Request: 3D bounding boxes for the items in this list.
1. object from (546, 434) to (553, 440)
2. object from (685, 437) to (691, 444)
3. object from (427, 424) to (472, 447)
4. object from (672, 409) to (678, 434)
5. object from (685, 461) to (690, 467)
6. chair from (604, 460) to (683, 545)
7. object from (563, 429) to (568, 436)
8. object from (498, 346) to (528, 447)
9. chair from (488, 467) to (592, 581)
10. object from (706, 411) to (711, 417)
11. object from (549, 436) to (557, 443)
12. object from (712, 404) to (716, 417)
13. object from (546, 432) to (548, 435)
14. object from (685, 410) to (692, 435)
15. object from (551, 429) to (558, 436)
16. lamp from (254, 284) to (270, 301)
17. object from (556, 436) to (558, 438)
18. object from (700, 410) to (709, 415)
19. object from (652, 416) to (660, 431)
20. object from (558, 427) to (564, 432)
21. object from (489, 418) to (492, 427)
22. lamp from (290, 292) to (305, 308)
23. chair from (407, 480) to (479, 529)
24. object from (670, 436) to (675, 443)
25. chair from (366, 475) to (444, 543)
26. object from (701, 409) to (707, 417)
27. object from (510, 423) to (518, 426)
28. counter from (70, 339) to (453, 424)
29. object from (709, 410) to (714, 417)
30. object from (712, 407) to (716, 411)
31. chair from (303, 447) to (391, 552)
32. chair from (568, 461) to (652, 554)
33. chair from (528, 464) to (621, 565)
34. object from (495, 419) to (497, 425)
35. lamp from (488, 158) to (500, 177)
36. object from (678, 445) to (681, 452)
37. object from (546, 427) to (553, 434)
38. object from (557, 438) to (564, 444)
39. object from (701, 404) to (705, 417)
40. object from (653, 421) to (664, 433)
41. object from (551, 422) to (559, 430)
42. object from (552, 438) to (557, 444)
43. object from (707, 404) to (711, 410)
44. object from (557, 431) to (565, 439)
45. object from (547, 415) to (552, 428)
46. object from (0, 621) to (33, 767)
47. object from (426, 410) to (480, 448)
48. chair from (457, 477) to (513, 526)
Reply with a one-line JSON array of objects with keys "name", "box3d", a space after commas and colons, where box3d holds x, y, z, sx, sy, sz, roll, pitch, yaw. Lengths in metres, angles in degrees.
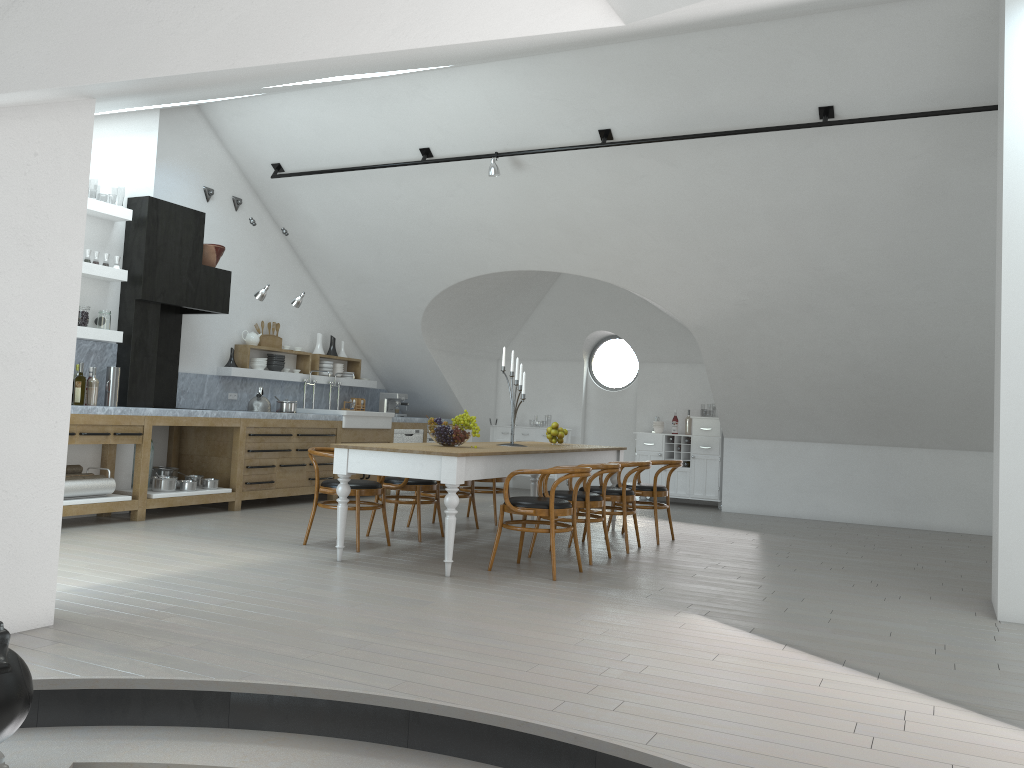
[{"name": "object", "box3d": [0.351, 0.490, 8.267, 0.060, 0.056, 0.059, 2, -3, 21]}, {"name": "object", "box3d": [2.325, 0.741, 11.577, 0.087, 0.085, 0.359, 1, -3, 26]}, {"name": "object", "box3d": [-0.466, 0.393, 6.686, 0.360, 0.160, 0.359, 3, -2, 6]}, {"name": "object", "box3d": [2.159, 0.500, 11.725, 0.081, 0.330, 0.081, 1, -4, 22]}, {"name": "object", "box3d": [2.308, 1.045, 11.564, 0.081, 0.081, 0.358, 2, -2, 24]}, {"name": "chair", "box3d": [1.211, 1.034, 7.975, 0.621, 0.736, 0.526, 1, -4, 29]}, {"name": "object", "box3d": [0.496, 0.453, 8.321, 0.063, 0.063, 0.062, 3, -3, -12]}, {"name": "object", "box3d": [0.020, 0.089, 7.562, 0.265, 0.877, 0.773, 3, -3, 0]}, {"name": "chair", "box3d": [0.223, 0.917, 6.042, 0.621, 0.736, 0.526, 1, -4, 29]}, {"name": "object", "box3d": [2.545, 0.393, 11.518, 0.077, 0.085, 0.077, 1, -4, 34]}, {"name": "object", "box3d": [0.385, 0.518, 8.330, 0.080, 0.074, 0.078, 4, -3, -19]}, {"name": "object", "box3d": [2.652, 0.352, 11.635, 0.063, 0.187, 0.063, 2, -4, 12]}, {"name": "object", "box3d": [0.351, 0.467, 8.352, 0.062, 0.060, 0.062, 1, -3, 30]}, {"name": "object", "box3d": [2.319, 0.504, 11.641, 0.085, 0.331, 0.085, 4, -4, -15]}, {"name": "object", "box3d": [0.395, 0.453, 8.234, 0.071, 0.064, 0.072, 2, -3, 19]}, {"name": "lamp", "box3d": [-2.549, -0.928, 9.002, 0.164, 0.178, 0.115, 0, -4, 44]}, {"name": "object", "box3d": [0.452, 0.475, 8.357, 0.076, 0.076, 0.077, 3, -3, -7]}, {"name": "object", "box3d": [2.519, 0.391, 11.607, 0.094, 0.094, 0.093, 5, -3, -31]}, {"name": "object", "box3d": [1.959, 0.541, 12.039, 0.115, 0.209, 0.065, 1, -4, 28]}, {"name": "object", "box3d": [0.454, 0.433, 8.285, 0.058, 0.057, 0.053, 0, -4, 41]}, {"name": "object", "box3d": [-0.284, 0.622, 12.603, 0.088, 0.269, 0.029, 3, -4, -1]}, {"name": "lamp", "box3d": [-2.293, -0.901, 9.519, 0.169, 0.177, 0.112, 2, -3, 18]}, {"name": "chair", "box3d": [-0.655, 0.949, 8.139, 0.621, 0.736, 0.526, 1, -4, 29]}, {"name": "object", "box3d": [2.142, 0.731, 11.676, 0.092, 0.094, 0.358, 1, -3, 27]}, {"name": "chair", "box3d": [-0.918, 0.912, 7.460, 0.621, 0.736, 0.526, 2, -3, 23]}, {"name": "object", "box3d": [2.483, 0.378, 11.459, 0.081, 0.105, 0.081, 4, -3, -26]}, {"name": "object", "box3d": [0.031, 0.541, 12.728, 0.101, 0.138, 0.066, 1, -4, 26]}, {"name": "counter", "box3d": [-2.590, 0.067, 9.823, 0.962, 0.621, 6.563, 2, -2, 26]}, {"name": "object", "box3d": [2.605, 0.391, 11.576, 0.071, 0.099, 0.071, 1, -4, 34]}, {"name": "object", "box3d": [2.618, 0.364, 11.480, 0.046, 0.143, 0.046, 0, -5, 37]}, {"name": "chair", "box3d": [-1.288, 0.872, 6.837, 0.621, 0.736, 0.526, 1, -3, 26]}, {"name": "chair", "box3d": [0.834, 0.994, 7.357, 0.621, 0.736, 0.526, 2, -3, 21]}, {"name": "chair", "box3d": [0.503, 0.955, 6.712, 0.621, 0.736, 0.526, 1, -3, 26]}, {"name": "object", "box3d": [-0.235, 0.624, 12.579, 0.029, 0.269, 0.088, 6, -5, -37]}, {"name": "lamp", "box3d": [-0.163, -2.042, 8.349, 0.112, 0.175, 0.114, 3, -3, -11]}, {"name": "object", "box3d": [2.230, 0.845, 11.631, 0.085, 0.085, 0.330, 1, -3, 26]}, {"name": "object", "box3d": [0.354, 0.436, 8.295, 0.066, 0.071, 0.072, 3, -3, -5]}, {"name": "object", "box3d": [0.453, 0.528, 8.303, 0.063, 0.063, 0.063, 1, -4, 37]}, {"name": "object", "box3d": [2.485, 0.349, 11.543, 0.048, 0.170, 0.048, 5, -4, -31]}, {"name": "object", "box3d": [1.949, 0.577, 11.792, 0.157, 0.160, 0.154, 5, -4, -36]}, {"name": "object", "box3d": [0.405, 0.391, 8.304, 0.072, 0.074, 0.072, 1, -3, 26]}, {"name": "object", "box3d": [0.395, 0.531, 8.263, 0.050, 0.050, 0.051, 1, -3, 30]}, {"name": "object", "box3d": [2.589, 0.353, 11.646, 0.054, 0.179, 0.054, 1, -4, 20]}, {"name": "object", "box3d": [0.454, 0.477, 8.250, 0.071, 0.072, 0.070, 3, -3, -9]}, {"name": "object", "box3d": [0.519, 0.523, 12.355, 0.063, 0.187, 0.063, 2, -4, 11]}, {"name": "object", "box3d": [-1.685, 0.967, 2.796, 0.320, 0.564, 0.320, 3, -3, -1]}, {"name": "object", "box3d": [-0.447, 0.330, 6.666, 0.393, 0.285, 0.292, 3, -3, -10]}, {"name": "chair", "box3d": [-0.330, 0.988, 8.783, 0.621, 0.736, 0.526, 2, -3, 23]}]
